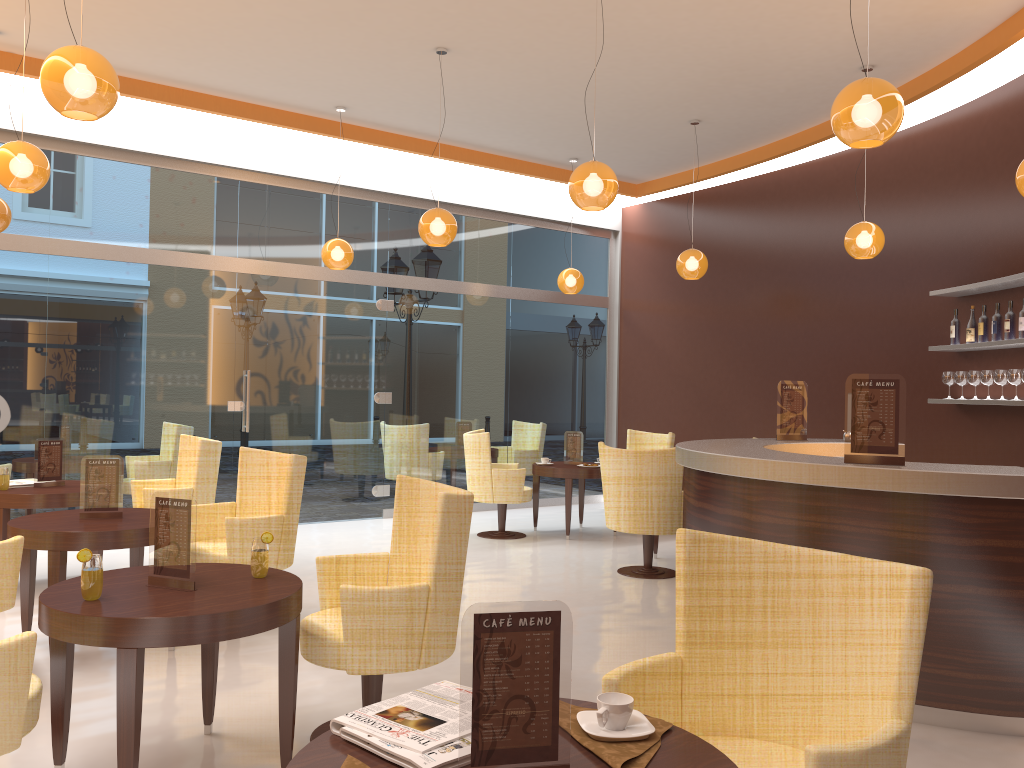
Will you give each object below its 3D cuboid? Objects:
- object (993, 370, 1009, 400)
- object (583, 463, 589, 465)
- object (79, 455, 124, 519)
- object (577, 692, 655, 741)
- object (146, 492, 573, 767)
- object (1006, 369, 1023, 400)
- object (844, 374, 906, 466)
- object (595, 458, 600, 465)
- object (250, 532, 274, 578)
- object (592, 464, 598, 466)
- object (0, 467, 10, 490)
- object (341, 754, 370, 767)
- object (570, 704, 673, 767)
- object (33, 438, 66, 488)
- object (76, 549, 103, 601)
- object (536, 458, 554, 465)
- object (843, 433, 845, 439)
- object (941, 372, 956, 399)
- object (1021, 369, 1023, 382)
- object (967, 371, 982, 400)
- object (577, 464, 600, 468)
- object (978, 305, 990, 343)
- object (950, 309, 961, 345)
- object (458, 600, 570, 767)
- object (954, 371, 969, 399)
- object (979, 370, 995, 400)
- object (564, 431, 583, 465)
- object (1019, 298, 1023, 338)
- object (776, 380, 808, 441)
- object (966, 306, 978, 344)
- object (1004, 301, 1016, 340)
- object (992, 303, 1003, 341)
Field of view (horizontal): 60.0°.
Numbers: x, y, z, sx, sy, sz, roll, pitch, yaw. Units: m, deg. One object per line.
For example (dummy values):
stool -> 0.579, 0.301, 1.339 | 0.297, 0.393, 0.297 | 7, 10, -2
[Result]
object -> 3.572, 0.009, 6.459 | 0.125, 0.221, 0.125 | 1, -1, -11
object -> 0.718, 0.784, 8.652 | 0.052, 0.016, 0.055 | 2, -1, -37
object -> -2.182, 0.547, 4.718 | 0.209, 0.335, 0.042 | 1, -1, -18
object -> 0.219, 0.700, 1.878 | 0.153, 0.069, 0.153 | 1, 0, -9
object -> -0.625, 0.559, 2.393 | 0.187, 0.335, 2.090 | 2, -1, -39
object -> 3.578, 0.008, 6.291 | 0.125, 0.221, 0.125 | 1, -1, -11
object -> 1.663, 0.160, 4.064 | 0.258, 0.414, 0.052 | 1, -1, 23
object -> 0.921, 0.782, 8.999 | 0.153, 0.069, 0.153 | 1, -1, -14
object -> -0.948, 0.643, 3.343 | 0.067, 0.171, 0.072 | 1, -1, 37
object -> 0.811, 0.793, 8.636 | 0.052, 0.018, 0.055 | 1, -1, -12
object -> -3.353, 0.626, 5.853 | 0.067, 0.148, 0.067 | 1, -1, -12
object -> -0.255, 0.716, 1.456 | 0.239, 0.021, 0.464 | 2, -1, -39
object -> 0.232, 0.730, 1.892 | 0.239, 0.021, 0.464 | 1, -1, -22
object -> -3.177, 0.538, 6.100 | 0.042, 0.335, 0.209 | 1, -1, 37
object -> -1.394, 0.630, 2.942 | 0.067, 0.171, 0.072 | 1, -1, 12
object -> 0.323, 0.767, 8.777 | 0.153, 0.069, 0.153 | 2, -1, -35
object -> 2.308, 0.360, 6.075 | 0.075, 0.077, 0.075 | 1, -1, 23
object -> 3.505, 0.013, 7.104 | 0.125, 0.221, 0.125 | 1, -1, -11
object -> 3.583, 0.006, 6.121 | 0.125, 0.221, 0.125 | 1, -1, -11
object -> 3.547, 0.011, 6.785 | 0.125, 0.221, 0.125 | 1, -1, -11
object -> 0.762, 0.800, 8.637 | 0.234, 0.020, 0.234 | 1, -1, 26
object -> 3.570, -0.448, 6.708 | 0.073, 0.297, 0.073 | 1, -1, 24
object -> 3.518, -0.447, 7.030 | 0.073, 0.297, 0.073 | 1, -1, -26
object -> 0.008, 0.566, 1.623 | 0.209, 0.335, 0.042 | 1, -1, -13
object -> 3.528, 0.012, 6.947 | 0.125, 0.221, 0.125 | 1, -1, -11
object -> 3.559, 0.010, 6.622 | 0.125, 0.221, 0.125 | 1, -1, -11
object -> 0.617, 0.641, 8.886 | 0.209, 0.335, 0.042 | 1, -1, 29
object -> 3.590, -0.452, 6.206 | 0.073, 0.297, 0.073 | 2, -1, -39
object -> 1.950, 0.184, 6.169 | 0.258, 0.414, 0.052 | 1, -1, -22
object -> 3.559, -0.452, 6.851 | 0.086, 0.303, 0.086 | 1, -1, 33
object -> 3.586, -0.451, 6.380 | 0.073, 0.297, 0.073 | 1, -1, -26
object -> 3.582, -0.449, 6.542 | 0.073, 0.297, 0.073 | 1, -1, -26
